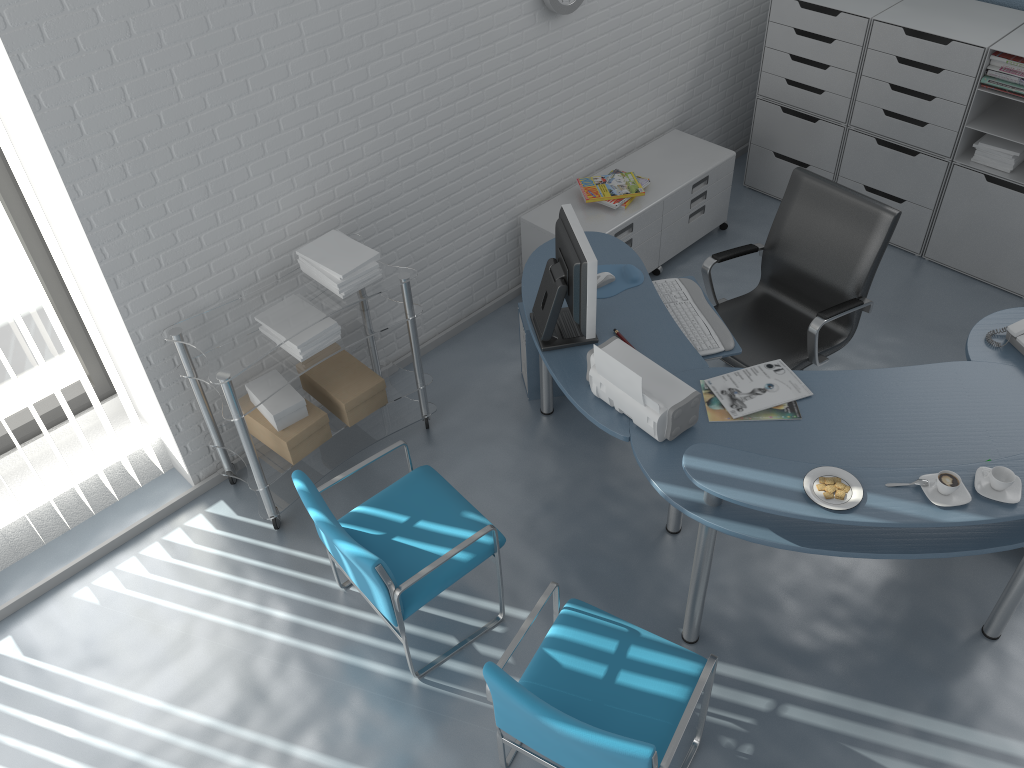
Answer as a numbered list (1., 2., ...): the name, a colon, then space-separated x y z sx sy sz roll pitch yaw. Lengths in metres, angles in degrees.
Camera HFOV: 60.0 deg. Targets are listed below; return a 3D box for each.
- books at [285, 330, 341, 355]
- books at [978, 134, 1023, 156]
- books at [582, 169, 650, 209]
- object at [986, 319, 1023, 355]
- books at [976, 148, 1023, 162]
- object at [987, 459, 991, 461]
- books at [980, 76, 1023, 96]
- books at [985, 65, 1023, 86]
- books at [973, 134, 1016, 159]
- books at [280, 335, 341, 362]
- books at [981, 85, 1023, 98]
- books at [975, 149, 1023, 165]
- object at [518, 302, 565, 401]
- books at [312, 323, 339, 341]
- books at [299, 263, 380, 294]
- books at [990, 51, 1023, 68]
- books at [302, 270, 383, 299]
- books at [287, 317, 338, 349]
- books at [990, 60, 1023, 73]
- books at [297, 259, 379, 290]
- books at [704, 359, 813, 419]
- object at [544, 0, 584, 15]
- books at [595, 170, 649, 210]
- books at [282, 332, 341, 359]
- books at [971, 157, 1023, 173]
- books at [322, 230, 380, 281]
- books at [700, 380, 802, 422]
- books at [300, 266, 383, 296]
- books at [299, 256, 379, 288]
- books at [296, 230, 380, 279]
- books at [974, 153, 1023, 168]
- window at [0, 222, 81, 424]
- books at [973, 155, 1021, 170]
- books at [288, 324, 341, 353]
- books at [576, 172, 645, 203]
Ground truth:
1. books: -0.822 -0.223 3.448 0.190 0.015 0.270 -35 51 -29
2. books: 2.428 -1.200 4.336 0.190 0.015 0.270 29 51 30
3. books: 0.527 -0.988 4.484 0.210 0.020 0.300 28 51 30
4. object: 1.900 -0.184 2.945 0.399 0.280 0.405 -12 43 -9
5. books: 2.437 -1.178 4.355 0.270 0.015 0.190 -33 50 -28
6. object: 1.376 0.268 2.686 0.200 0.010 0.011 -20 45 -18
7. books: 2.347 -1.409 4.116 0.234 0.034 0.240 -35 51 -30
8. books: 2.361 -1.437 4.088 0.212 0.044 0.265 -35 51 -30
9. books: 2.414 -1.190 4.348 0.270 0.015 0.190 -35 51 -30
10. books: -0.825 -0.195 3.462 0.270 0.015 0.190 32 53 32
11. books: 2.365 -1.390 4.133 0.209 0.019 0.265 -35 51 -30
12. books: 2.433 -1.163 4.361 0.270 0.015 0.190 -35 51 -30
13. object: 0.283 -0.176 4.062 0.471 0.422 0.199 -8 43 -5
14. books: -0.826 -0.244 3.427 0.190 0.015 0.270 -34 50 -29
15. books: -0.667 -0.449 3.423 0.190 0.015 0.270 -33 50 -29
16. books: 2.356 -1.489 4.044 0.212 0.024 0.258 -35 51 -30
17. books: -0.662 -0.433 3.450 0.190 0.015 0.270 -35 51 -30
18. books: -0.829 -0.240 3.401 0.270 0.015 0.190 31 52 31
19. books: 2.380 -1.465 4.059 0.187 0.034 0.298 -35 51 -30
20. books: -0.671 -0.463 3.417 0.190 0.015 0.270 -35 51 -30
21. books: 0.832 0.013 3.001 0.300 0.010 0.200 -15 44 -13
22. object: 0.240 -1.766 3.881 0.279 0.277 0.041 -35 51 -30
23. books: 0.542 -0.991 4.516 0.210 0.020 0.300 20 47 23
24. books: -0.825 -0.206 3.452 0.270 0.015 0.190 29 52 31
25. books: 2.432 -1.134 4.397 0.270 0.015 0.190 -35 51 -30
26. books: -0.664 -0.497 3.409 0.190 0.015 0.270 -35 51 -30
27. books: 0.794 0.051 2.966 0.300 0.005 0.200 -2 43 2
28. books: -0.662 -0.444 3.439 0.270 0.015 0.190 31 52 31
29. books: -0.666 -0.471 3.403 0.190 0.015 0.270 -33 50 -28
30. books: -0.666 -0.499 3.389 0.270 0.015 0.190 29 51 30
31. books: 2.439 -1.154 4.374 0.270 0.015 0.190 -33 50 -29
32. window: -3.044 -0.157 2.189 3.635 2.562 0.008 -35 51 -30
33. books: 2.431 -1.145 4.387 0.190 0.015 0.270 31 52 31
34. books: -0.820 -0.230 3.434 0.270 0.015 0.190 32 53 32
35. books: 0.494 -0.989 4.457 0.300 0.020 0.210 -8 43 -5
